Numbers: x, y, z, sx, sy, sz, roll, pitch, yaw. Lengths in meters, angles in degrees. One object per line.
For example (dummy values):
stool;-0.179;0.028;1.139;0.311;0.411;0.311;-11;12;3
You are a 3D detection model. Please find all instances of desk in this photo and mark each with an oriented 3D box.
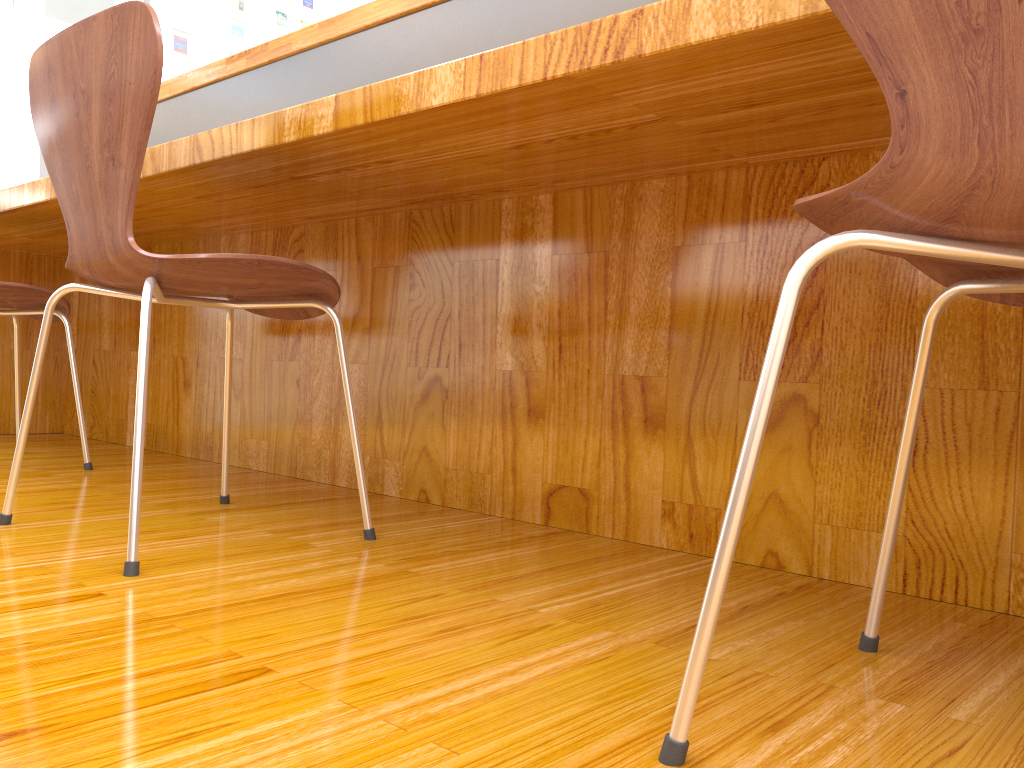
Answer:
desk;-0.138;-0.289;1.899;3.216;1.022;1.248;3;1;42

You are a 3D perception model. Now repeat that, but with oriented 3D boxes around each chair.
chair;0.393;-0.074;0.591;0.428;0.693;0.381;3;1;42
chair;-0.467;-0.120;1.306;0.428;0.693;0.381;3;1;42
chair;-1.192;-0.161;1.952;0.428;0.693;0.381;3;1;42

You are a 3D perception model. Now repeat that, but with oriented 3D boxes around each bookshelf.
bookshelf;-2.919;-3.908;10.069;0.498;1.836;2.984;3;1;42

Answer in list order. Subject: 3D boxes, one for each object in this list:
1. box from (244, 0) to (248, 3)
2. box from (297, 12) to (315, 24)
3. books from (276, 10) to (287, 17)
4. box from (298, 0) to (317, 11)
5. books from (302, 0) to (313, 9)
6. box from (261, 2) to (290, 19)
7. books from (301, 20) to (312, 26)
box;-3.118;-4.257;9.928;0.274;0.296;0.245;3;1;42
box;-2.509;-4.244;10.613;0.274;0.296;0.245;3;1;42
books;-2.671;-4.206;10.278;0.037;0.210;0.145;3;1;42
box;-2.495;-4.571;10.608;0.274;0.296;0.245;3;1;42
books;-2.426;-4.515;10.534;0.037;0.210;0.145;3;1;42
box;-2.745;-4.248;10.348;0.274;0.296;0.245;3;1;42
books;-2.439;-4.200;10.539;0.037;0.210;0.145;3;1;42
